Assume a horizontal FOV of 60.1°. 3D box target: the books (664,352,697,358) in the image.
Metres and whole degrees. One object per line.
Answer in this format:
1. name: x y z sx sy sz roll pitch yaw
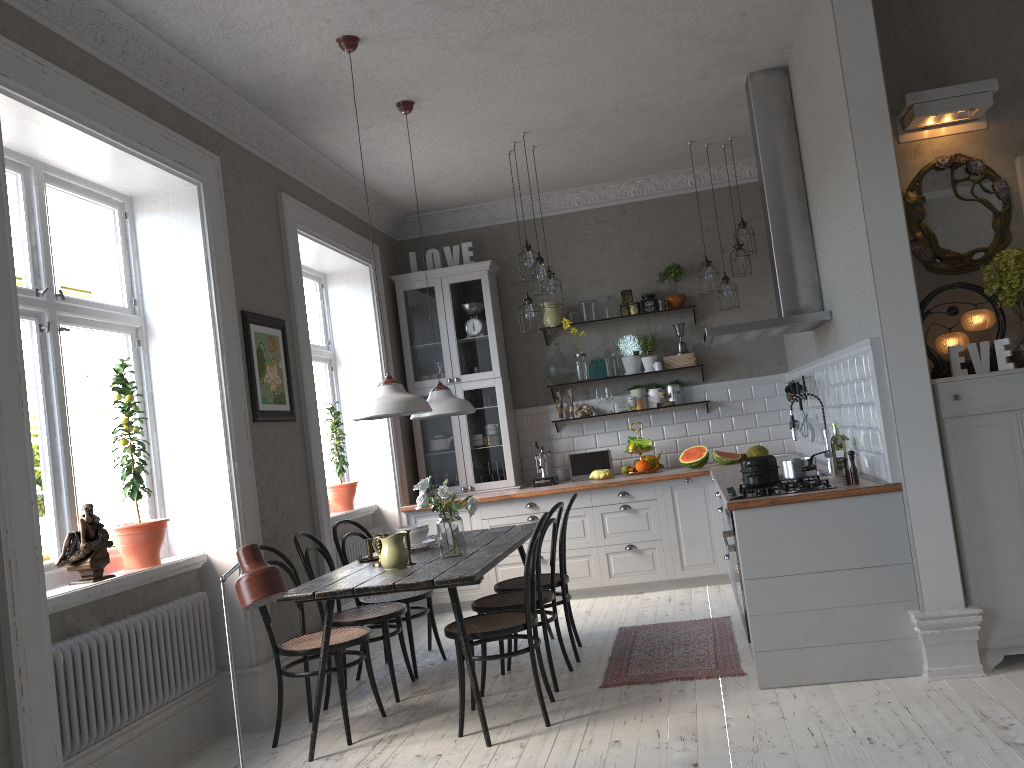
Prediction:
1. books: 1.399 -0.235 7.375 0.258 0.011 0.159 -8 -4 15

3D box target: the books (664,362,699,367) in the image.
1. books: 1.409 -0.160 7.370 0.257 0.016 0.160 -9 -4 21

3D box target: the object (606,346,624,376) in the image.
1. object: 0.874 -0.183 7.539 0.130 0.264 0.133 -8 -3 15

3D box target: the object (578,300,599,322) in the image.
1. object: 0.652 -0.606 7.476 0.176 0.184 0.168 -4 -4 -41

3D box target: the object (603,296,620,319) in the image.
1. object: 0.842 -0.644 7.545 0.142 0.220 0.137 -5 -4 -31

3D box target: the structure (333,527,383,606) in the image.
1. structure: -1.135 1.299 6.277 0.148 0.428 1.230 -8 -3 9

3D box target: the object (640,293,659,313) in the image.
1. object: 1.156 -0.669 7.442 0.141 0.174 0.143 -8 -3 9

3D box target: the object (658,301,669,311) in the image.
1. object: 1.251 -0.649 7.326 0.093 0.096 0.075 -8 -3 10

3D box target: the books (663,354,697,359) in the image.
1. books: 1.401 -0.224 7.374 0.258 0.016 0.160 -9 -4 18

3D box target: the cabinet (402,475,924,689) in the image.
1. cabinet: 1.044 1.082 5.899 2.028 0.854 4.113 -5 -4 -34

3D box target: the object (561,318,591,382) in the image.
1. object: 0.536 -0.290 7.385 0.191 0.539 0.281 -7 -3 2

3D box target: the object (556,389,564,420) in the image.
1. object: 0.403 0.178 7.517 0.054 0.264 0.060 -6 -3 -19

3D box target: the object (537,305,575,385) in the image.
1. object: 0.366 -0.333 7.458 0.339 0.674 0.333 -6 -3 -22

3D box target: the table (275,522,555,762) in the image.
1. table: -0.367 1.258 4.706 0.899 0.734 1.933 -8 -3 10

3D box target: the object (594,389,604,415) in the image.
1. object: 0.742 0.152 7.467 0.082 0.217 0.081 -7 -3 -5

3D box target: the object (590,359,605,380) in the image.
1. object: 0.725 -0.121 7.497 0.125 0.172 0.127 -8 -3 13

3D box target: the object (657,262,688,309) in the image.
1. object: 1.361 -0.813 7.368 0.256 0.397 0.246 -10 -4 34

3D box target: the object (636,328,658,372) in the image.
1. object: 1.134 -0.285 7.388 0.187 0.380 0.166 -5 -4 -30

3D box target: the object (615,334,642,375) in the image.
1. object: 1.016 -0.254 7.458 0.241 0.354 0.238 -9 -4 27

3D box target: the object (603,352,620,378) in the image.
1. object: 0.826 -0.157 7.392 0.122 0.206 0.127 -9 -4 32

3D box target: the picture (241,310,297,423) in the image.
1. picture: -1.381 -0.088 5.065 0.020 0.619 0.525 -8 -3 11

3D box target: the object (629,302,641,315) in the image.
1. object: 1.031 -0.624 7.408 0.082 0.113 0.084 -8 -3 19

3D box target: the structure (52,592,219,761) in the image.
1. structure: -1.620 1.209 3.773 0.148 0.428 1.230 -8 -3 9

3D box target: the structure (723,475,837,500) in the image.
1. structure: 1.312 0.507 4.408 0.493 0.031 0.610 -8 -4 10

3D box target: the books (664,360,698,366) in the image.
1. books: 1.408 -0.171 7.371 0.258 0.016 0.160 -9 -4 18

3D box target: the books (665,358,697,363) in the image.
1. books: 1.405 -0.192 7.372 0.259 0.011 0.159 -8 -4 12

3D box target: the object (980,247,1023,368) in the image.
1. object: 2.360 -0.355 4.061 0.291 0.553 0.348 -10 -4 43

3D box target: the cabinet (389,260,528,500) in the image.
1. cabinet: -0.441 -0.003 7.499 0.874 1.920 0.390 -8 -3 9

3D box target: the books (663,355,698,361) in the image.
1. books: 1.402 -0.213 7.373 0.257 0.016 0.160 -9 -4 21

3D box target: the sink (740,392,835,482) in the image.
1. sink: 1.562 0.420 5.031 0.525 0.720 0.489 -8 -3 9

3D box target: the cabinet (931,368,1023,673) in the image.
1. cabinet: 2.295 0.585 4.019 0.662 1.297 0.386 -8 -3 9

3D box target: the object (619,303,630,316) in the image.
1. object: 0.946 -0.612 7.425 0.082 0.113 0.083 -8 -3 9

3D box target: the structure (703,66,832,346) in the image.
1. structure: 1.449 -1.099 5.509 0.708 1.595 0.717 -8 -3 9

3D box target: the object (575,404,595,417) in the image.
1. object: 0.608 0.223 7.443 0.178 0.111 0.095 -7 -3 -14

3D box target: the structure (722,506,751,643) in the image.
1. structure: 1.382 0.864 4.379 0.614 0.623 0.626 -8 -3 9

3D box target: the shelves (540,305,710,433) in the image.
1. shelves: 0.949 -0.096 7.432 1.308 0.923 0.230 -8 -3 8

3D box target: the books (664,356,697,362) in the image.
1. books: 1.403 -0.203 7.373 0.258 0.011 0.159 -8 -4 15

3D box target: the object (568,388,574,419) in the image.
1. object: 0.503 0.163 7.487 0.063 0.264 0.052 -4 -4 -44

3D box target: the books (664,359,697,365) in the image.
1. books: 1.406 -0.181 7.372 0.258 0.011 0.159 -8 -4 15

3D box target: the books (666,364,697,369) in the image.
1. books: 1.412 -0.138 7.369 0.259 0.011 0.159 -8 -4 12

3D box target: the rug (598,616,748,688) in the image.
1. rug: 0.901 1.467 4.931 0.731 0.014 1.298 -8 -4 10

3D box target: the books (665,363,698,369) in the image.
1. books: 1.410 -0.149 7.370 0.258 0.011 0.159 -8 -4 15

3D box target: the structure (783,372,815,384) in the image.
1. structure: 2.023 -0.027 6.261 0.094 0.053 1.093 -8 -4 11

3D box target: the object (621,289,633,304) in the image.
1. object: 0.963 -0.728 7.414 0.083 0.113 0.082 -7 -3 -11

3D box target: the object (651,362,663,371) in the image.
1. object: 1.206 -0.145 7.307 0.104 0.071 0.064 -10 -4 39
